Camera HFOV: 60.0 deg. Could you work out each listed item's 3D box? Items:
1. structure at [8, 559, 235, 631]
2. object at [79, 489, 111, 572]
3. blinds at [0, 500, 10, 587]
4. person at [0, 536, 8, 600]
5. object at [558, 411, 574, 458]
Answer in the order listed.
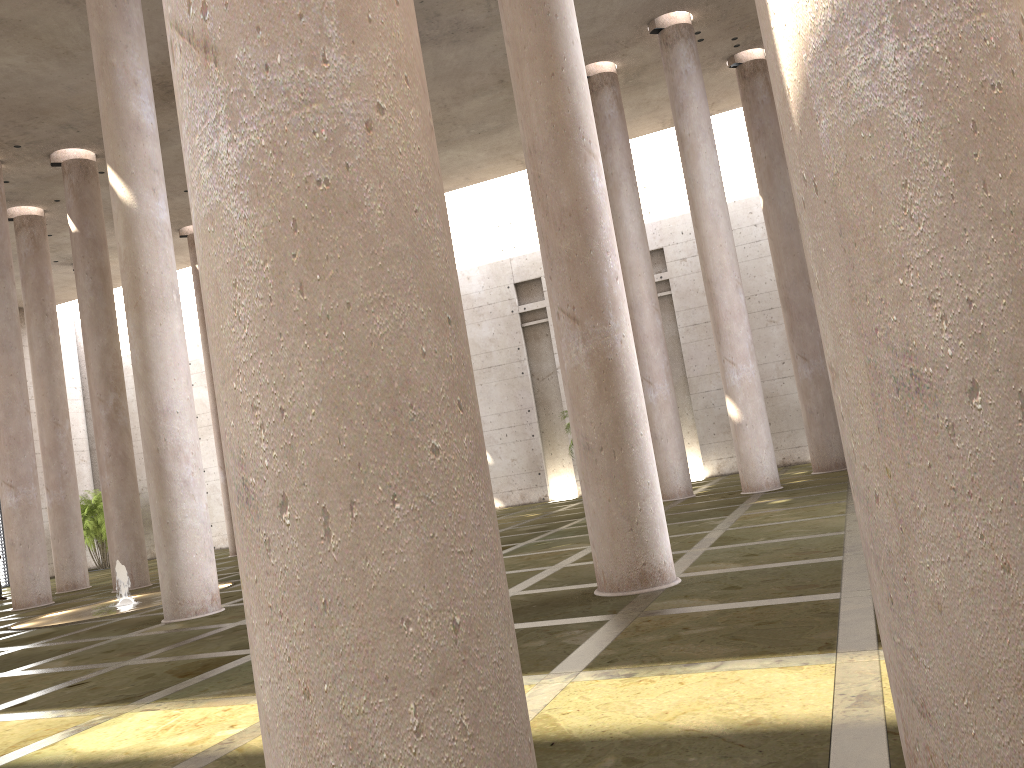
[{"bbox_3d":[-7.300,3.936,16.736,3.913,1.279,3.916,-9,-5,-7],"label":"structure"},{"bbox_3d":[-15.794,5.560,33.778,2.483,3.247,2.333,-12,-5,24],"label":"object"},{"bbox_3d":[-19.366,2.174,31.773,0.202,10.355,1.676,-11,-5,20],"label":"blinds"},{"bbox_3d":[-14.527,5.184,24.728,0.789,1.752,0.001,-9,-5,1],"label":"person"},{"bbox_3d":[2.889,1.842,26.693,2.483,3.247,2.333,-6,-6,-31],"label":"object"}]
